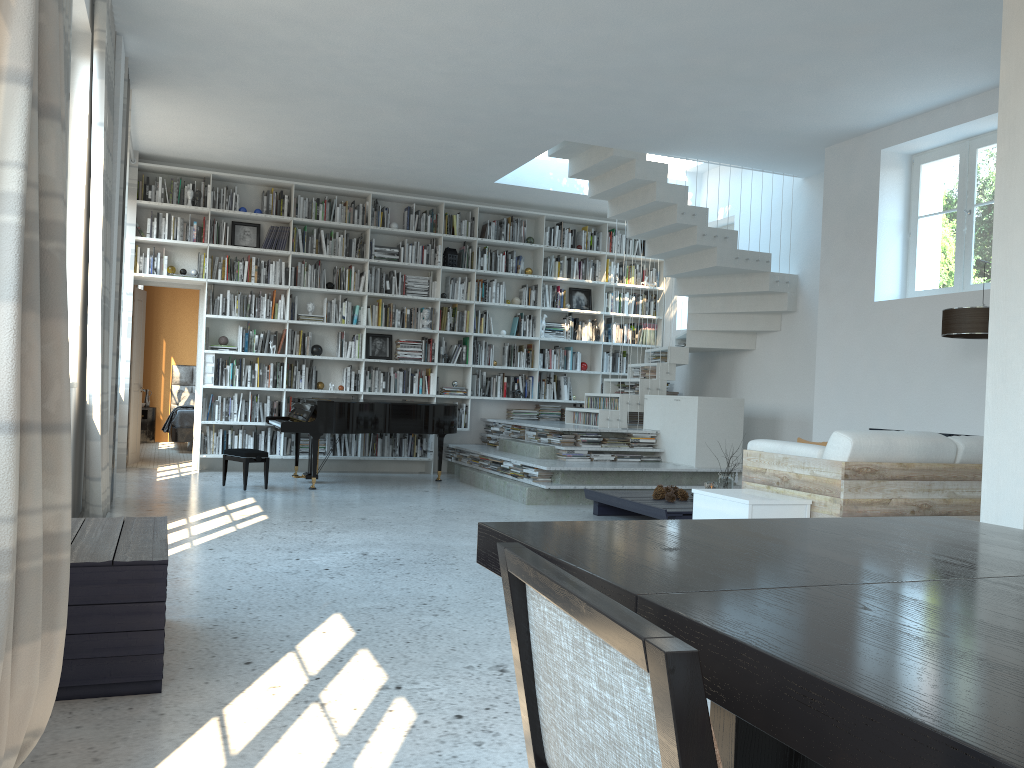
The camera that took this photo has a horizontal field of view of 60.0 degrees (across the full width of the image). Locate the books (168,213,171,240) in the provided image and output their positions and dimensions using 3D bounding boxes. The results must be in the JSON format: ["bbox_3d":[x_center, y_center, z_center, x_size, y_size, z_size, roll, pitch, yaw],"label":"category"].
[{"bbox_3d":[-3.570,-1.619,9.242,0.037,0.292,0.155,2,0,-21],"label":"books"}]

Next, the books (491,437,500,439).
[{"bbox_3d":[-0.131,0.628,10.275,0.149,0.014,0.228,3,-1,-23],"label":"books"}]

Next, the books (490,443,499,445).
[{"bbox_3d":[-0.138,0.694,10.274,0.160,0.014,0.268,3,-1,-22],"label":"books"}]

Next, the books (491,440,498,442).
[{"bbox_3d":[-0.136,0.666,10.274,0.159,0.009,0.228,3,-1,-20],"label":"books"}]

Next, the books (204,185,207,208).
[{"bbox_3d":[-3.238,-1.955,9.367,0.025,0.259,0.138,2,0,-21],"label":"books"}]

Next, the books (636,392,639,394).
[{"bbox_3d":[1.424,0.101,9.621,0.136,0.017,0.288,2,-1,2],"label":"books"}]

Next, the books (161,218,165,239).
[{"bbox_3d":[-3.630,-1.596,9.226,0.024,0.239,0.155,2,0,-21],"label":"books"}]

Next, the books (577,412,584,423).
[{"bbox_3d":[0.793,0.381,9.923,0.125,0.125,0.008,3,0,-21],"label":"books"}]

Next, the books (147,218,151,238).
[{"bbox_3d":[-3.757,-1.591,9.170,0.034,0.218,0.166,2,0,-21],"label":"books"}]

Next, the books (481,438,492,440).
[{"bbox_3d":[-0.261,0.653,10.559,0.184,0.006,0.262,3,-1,-20],"label":"books"}]

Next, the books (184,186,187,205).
[{"bbox_3d":[-3.422,-1.947,9.296,0.021,0.226,0.156,2,0,-21],"label":"books"}]

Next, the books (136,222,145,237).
[{"bbox_3d":[-3.834,-1.574,9.152,0.121,0.176,0.129,3,0,-21],"label":"books"}]

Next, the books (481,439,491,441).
[{"bbox_3d":[-0.250,0.668,10.564,0.159,0.012,0.278,3,-1,-22],"label":"books"}]

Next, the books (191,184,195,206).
[{"bbox_3d":[-3.354,-1.960,9.316,0.027,0.259,0.147,2,0,-21],"label":"books"}]

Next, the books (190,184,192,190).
[{"bbox_3d":[-3.377,-1.959,9.310,0.021,0.253,0.179,2,0,-21],"label":"books"}]

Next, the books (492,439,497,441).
[{"bbox_3d":[-0.129,0.653,10.276,0.137,0.018,0.200,3,-1,-25],"label":"books"}]

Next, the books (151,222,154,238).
[{"bbox_3d":[-3.725,-1.577,9.198,0.024,0.192,0.138,2,0,-21],"label":"books"}]

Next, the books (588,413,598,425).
[{"bbox_3d":[0.892,0.383,9.670,0.125,0.125,0.008,3,0,-21],"label":"books"}]

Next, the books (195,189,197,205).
[{"bbox_3d":[-3.322,-1.932,9.338,0.023,0.205,0.146,2,0,-21],"label":"books"}]

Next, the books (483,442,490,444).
[{"bbox_3d":[-0.253,0.702,10.563,0.144,0.005,0.257,3,-1,-16],"label":"books"}]

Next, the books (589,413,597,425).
[{"bbox_3d":[0.900,0.383,9.649,0.125,0.125,0.007,3,0,-21],"label":"books"}]

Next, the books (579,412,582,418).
[{"bbox_3d":[0.807,0.381,9.887,0.125,0.125,0.007,3,0,-21],"label":"books"}]

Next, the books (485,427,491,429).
[{"bbox_3d":[-0.198,0.527,10.544,0.156,0.009,0.287,3,-1,-23],"label":"books"}]

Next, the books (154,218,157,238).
[{"bbox_3d":[-3.693,-1.594,9.183,0.023,0.228,0.171,2,0,-21],"label":"books"}]

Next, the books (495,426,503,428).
[{"bbox_3d":[-0.090,0.496,10.274,0.143,0.012,0.264,3,-1,-16],"label":"books"}]

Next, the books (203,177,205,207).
[{"bbox_3d":[-3.252,-1.995,9.354,0.014,0.337,0.167,2,0,-21],"label":"books"}]

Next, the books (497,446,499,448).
[{"bbox_3d":[-0.045,0.717,9.978,0.189,0.028,0.202,3,-1,-26],"label":"books"}]

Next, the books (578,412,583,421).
[{"bbox_3d":[0.799,0.381,9.908,0.125,0.125,0.008,3,0,-21],"label":"books"}]

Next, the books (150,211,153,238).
[{"bbox_3d":[-3.735,-1.630,9.181,0.011,0.296,0.162,2,0,-21],"label":"books"}]

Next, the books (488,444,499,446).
[{"bbox_3d":[-0.155,0.705,10.267,0.187,0.009,0.261,3,-1,-18],"label":"books"}]

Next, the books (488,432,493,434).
[{"bbox_3d":[-0.190,0.585,10.549,0.134,0.014,0.181,3,-1,-24],"label":"books"}]

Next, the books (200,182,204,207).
[{"bbox_3d":[-3.272,-1.970,9.352,0.022,0.286,0.175,2,0,-21],"label":"books"}]

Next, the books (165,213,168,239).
[{"bbox_3d":[-3.589,-1.618,9.213,0.021,0.286,0.179,2,0,-21],"label":"books"}]

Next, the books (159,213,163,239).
[{"bbox_3d":[-3.653,-1.621,9.217,0.028,0.288,0.132,2,0,-21],"label":"books"}]

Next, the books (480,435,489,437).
[{"bbox_3d":[-0.257,0.622,10.560,0.174,0.009,0.240,3,-1,-19],"label":"books"}]

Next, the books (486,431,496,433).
[{"bbox_3d":[-0.202,0.569,10.543,0.163,0.017,0.232,3,-1,-19],"label":"books"}]

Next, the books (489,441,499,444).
[{"bbox_3d":[-0.149,0.678,10.269,0.180,0.017,0.182,3,-1,-24],"label":"books"}]

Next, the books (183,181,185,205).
[{"bbox_3d":[-3.437,-1.972,9.291,0.013,0.275,0.158,2,0,-21],"label":"books"}]

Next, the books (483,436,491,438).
[{"bbox_3d":[-0.252,0.633,10.562,0.152,0.015,0.208,3,-1,-16],"label":"books"}]

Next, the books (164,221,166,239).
[{"bbox_3d":[-3.611,-1.580,9.222,0.010,0.208,0.165,2,0,-21],"label":"books"}]

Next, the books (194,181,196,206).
[{"bbox_3d":[-3.339,-1.976,9.335,0.013,0.292,0.154,2,0,-21],"label":"books"}]

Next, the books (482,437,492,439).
[{"bbox_3d":[-0.254,0.645,10.562,0.159,0.009,0.210,3,-1,-17],"label":"books"}]

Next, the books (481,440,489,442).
[{"bbox_3d":[-0.254,0.680,10.563,0.170,0.012,0.215,3,-1,-21],"label":"books"}]

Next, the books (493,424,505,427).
[{"bbox_3d":[-0.090,0.481,10.273,0.163,0.018,0.289,3,-1,-22],"label":"books"}]

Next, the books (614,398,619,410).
[{"bbox_3d":[1.147,0.217,9.444,0.125,0.125,0.011,3,0,-21],"label":"books"}]

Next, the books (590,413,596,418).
[{"bbox_3d":[0.906,0.383,9.634,0.125,0.125,0.008,3,0,-21],"label":"books"}]

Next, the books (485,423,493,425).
[{"bbox_3d":[-0.198,0.475,10.543,0.159,0.011,0.246,3,-1,-24],"label":"books"}]

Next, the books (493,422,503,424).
[{"bbox_3d":[-0.098,0.455,10.270,0.171,0.020,0.193,3,-1,-26],"label":"books"}]

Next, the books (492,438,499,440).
[{"bbox_3d":[-0.134,0.640,10.274,0.144,0.009,0.249,3,-1,-17],"label":"books"}]

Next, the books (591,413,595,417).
[{"bbox_3d":[0.915,0.383,9.613,0.125,0.125,0.008,3,0,-21],"label":"books"}]

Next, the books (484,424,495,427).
[{"bbox_3d":[-0.209,0.496,10.539,0.171,0.015,0.252,3,-1,-26],"label":"books"}]

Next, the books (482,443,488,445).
[{"bbox_3d":[-0.254,0.714,10.563,0.163,0.019,0.187,3,-1,-22],"label":"books"}]

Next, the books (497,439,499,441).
[{"bbox_3d":[-0.036,0.643,9.980,0.181,0.017,0.250,3,-1,-24],"label":"books"}]

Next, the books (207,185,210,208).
[{"bbox_3d":[-3.201,-1.950,9.342,0.024,0.252,0.235,2,0,-21],"label":"books"}]

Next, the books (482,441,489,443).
[{"bbox_3d":[-0.244,0.693,10.567,0.147,0.014,0.292,3,-1,-21],"label":"books"}]

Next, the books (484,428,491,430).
[{"bbox_3d":[-0.205,0.537,10.542,0.179,0.012,0.261,3,-1,-21],"label":"books"}]

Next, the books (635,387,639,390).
[{"bbox_3d":[1.430,0.052,9.621,0.141,0.028,0.222,3,-1,-2],"label":"books"}]

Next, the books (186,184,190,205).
[{"bbox_3d":[-3.396,-1.955,9.293,0.025,0.244,0.167,2,0,-21],"label":"books"}]

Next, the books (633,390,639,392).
[{"bbox_3d":[1.405,0.082,9.620,0.172,0.019,0.240,2,-1,4],"label":"books"}]

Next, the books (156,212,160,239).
[{"bbox_3d":[-3.669,-1.620,9.187,0.023,0.282,0.186,2,0,-21],"label":"books"}]
